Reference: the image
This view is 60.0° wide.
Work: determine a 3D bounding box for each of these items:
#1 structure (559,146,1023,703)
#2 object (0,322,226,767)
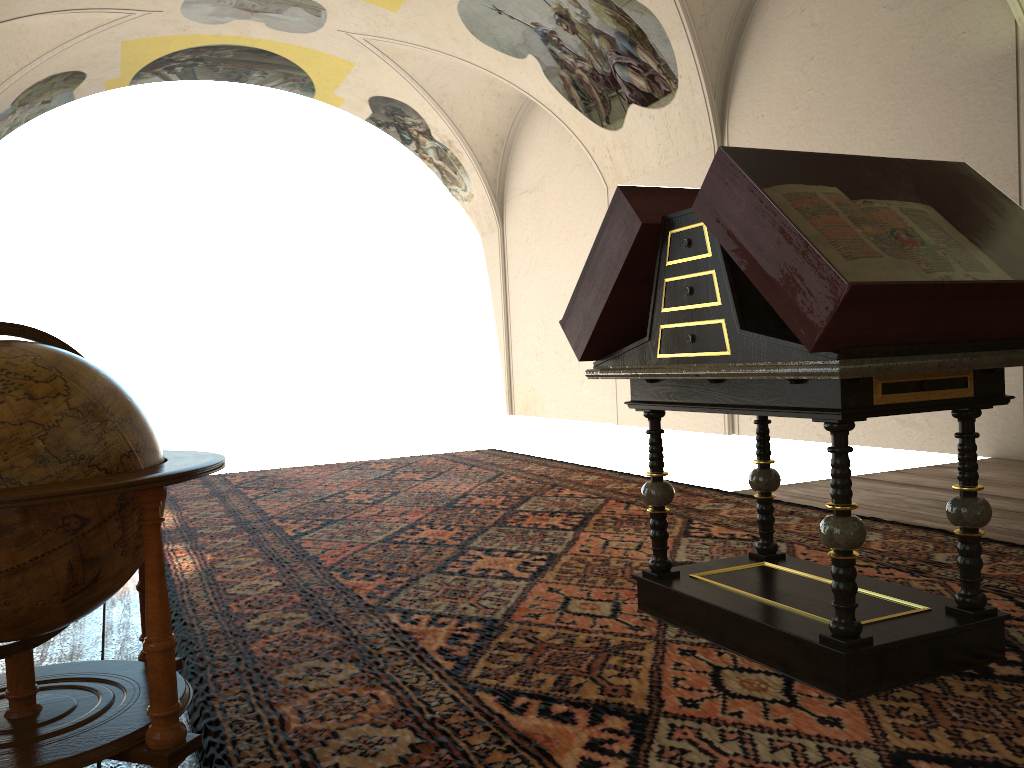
[{"bbox_3d":[1.206,0.109,3.759,1.244,1.983,1.891,-4,2,-24],"label":"structure"},{"bbox_3d":[-1.532,0.535,2.717,1.279,1.450,1.278,-2,2,13],"label":"object"}]
